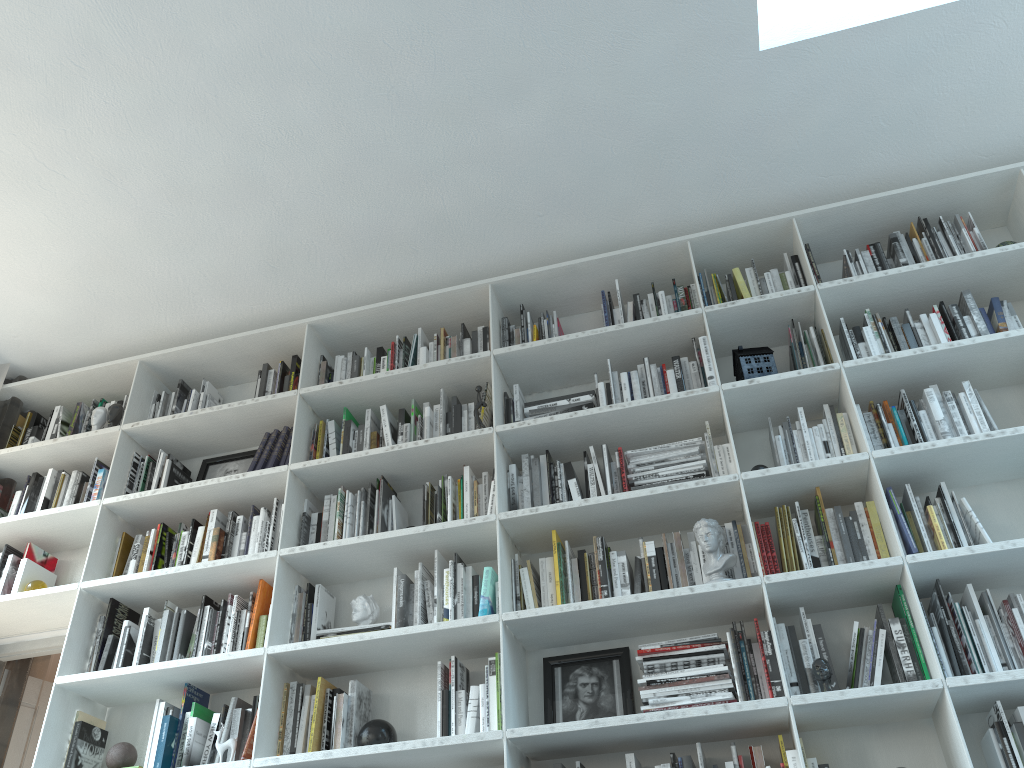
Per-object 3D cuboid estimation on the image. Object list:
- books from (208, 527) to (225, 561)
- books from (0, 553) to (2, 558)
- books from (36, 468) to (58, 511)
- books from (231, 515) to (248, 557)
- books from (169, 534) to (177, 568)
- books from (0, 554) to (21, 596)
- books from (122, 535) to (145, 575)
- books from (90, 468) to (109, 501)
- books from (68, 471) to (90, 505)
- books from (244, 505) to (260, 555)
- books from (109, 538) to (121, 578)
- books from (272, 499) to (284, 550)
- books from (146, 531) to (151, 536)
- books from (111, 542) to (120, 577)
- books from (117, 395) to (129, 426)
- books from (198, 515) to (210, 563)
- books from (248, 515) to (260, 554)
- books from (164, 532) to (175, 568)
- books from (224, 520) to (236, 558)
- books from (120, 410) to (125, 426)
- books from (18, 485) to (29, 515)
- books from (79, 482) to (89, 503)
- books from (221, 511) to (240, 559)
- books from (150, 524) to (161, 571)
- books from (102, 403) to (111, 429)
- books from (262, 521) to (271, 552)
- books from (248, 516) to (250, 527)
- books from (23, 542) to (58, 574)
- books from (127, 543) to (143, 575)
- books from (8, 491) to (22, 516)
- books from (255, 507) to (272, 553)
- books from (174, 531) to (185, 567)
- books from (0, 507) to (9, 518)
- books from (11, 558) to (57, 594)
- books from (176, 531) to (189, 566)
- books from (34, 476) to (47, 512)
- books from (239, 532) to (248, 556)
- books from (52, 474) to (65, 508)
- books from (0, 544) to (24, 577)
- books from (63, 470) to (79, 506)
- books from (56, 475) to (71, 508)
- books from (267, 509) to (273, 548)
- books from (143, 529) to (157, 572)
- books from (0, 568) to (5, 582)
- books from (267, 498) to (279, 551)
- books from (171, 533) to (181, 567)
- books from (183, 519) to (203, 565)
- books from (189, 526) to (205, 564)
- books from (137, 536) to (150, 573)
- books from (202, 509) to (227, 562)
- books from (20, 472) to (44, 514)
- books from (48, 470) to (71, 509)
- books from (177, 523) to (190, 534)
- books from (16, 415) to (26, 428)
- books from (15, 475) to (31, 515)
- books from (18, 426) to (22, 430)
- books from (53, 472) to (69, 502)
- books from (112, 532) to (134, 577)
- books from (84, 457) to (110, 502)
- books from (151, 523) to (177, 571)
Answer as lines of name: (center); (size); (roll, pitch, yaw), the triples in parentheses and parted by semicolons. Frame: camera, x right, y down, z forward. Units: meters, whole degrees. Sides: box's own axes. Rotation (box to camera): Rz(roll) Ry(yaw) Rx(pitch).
books: (-1.146, 0.703, 3.543); (0.029, 0.194, 0.193); (-11, -37, 11)
books: (-2.173, 0.883, 3.792); (0.022, 0.280, 0.157); (-11, -37, 11)
books: (-2.036, 0.544, 3.959); (0.021, 0.284, 0.180); (-11, -37, 11)
books: (-1.075, 0.682, 3.573); (0.029, 0.259, 0.158); (-11, -37, 11)
books: (-1.348, 0.748, 3.620); (0.012, 0.229, 0.150); (-11, -37, 11)
books: (-2.079, 0.866, 3.738); (0.021, 0.235, 0.189); (-11, -37, 11)
books: (-1.537, 0.772, 3.664); (0.062, 0.256, 0.153); (-11, -37, 11)
books: (-1.768, 0.517, 3.893); (0.029, 0.228, 0.192); (-11, -37, 11)
books: (-1.893, 0.535, 3.928); (0.030, 0.249, 0.166); (-11, -37, 11)
books: (-1.012, 0.652, 3.554); (0.012, 0.279, 0.189); (-11, -37, 11)
books: (-1.605, 0.788, 3.677); (0.012, 0.252, 0.161); (-11, -37, 11)
books: (-0.897, 0.627, 3.534); (0.022, 0.287, 0.170); (-11, -37, 11)
books: (-1.479, 0.754, 3.647); (0.010, 0.261, 0.151); (-11, -37, 11)
books: (-1.590, 0.788, 3.661); (0.022, 0.231, 0.152); (-11, -37, 11)
books: (-1.789, 0.213, 4.147); (0.013, 0.290, 0.155); (-11, -37, 11)
books: (-1.199, 0.688, 3.583); (0.023, 0.269, 0.188); (-11, -37, 11)
books: (-0.992, 0.666, 3.532); (0.030, 0.229, 0.173); (-11, -37, 11)
books: (-1.378, 0.743, 3.627); (0.047, 0.248, 0.134); (-11, -37, 11)
books: (-1.098, 0.689, 3.558); (0.013, 0.231, 0.172); (-11, -37, 11)
books: (-1.771, 0.242, 4.115); (0.023, 0.203, 0.146); (-11, -37, 11)
books: (-2.135, 0.592, 3.970); (0.023, 0.227, 0.172); (-11, -37, 11)
books: (-1.859, 0.556, 3.926); (0.028, 0.211, 0.139); (-11, -37, 11)
books: (-1.114, 0.677, 3.586); (0.025, 0.284, 0.162); (-11, -37, 11)
books: (-1.423, 0.735, 3.640); (0.020, 0.279, 0.165); (-11, -37, 11)
books: (-1.858, 0.234, 4.131); (0.025, 0.242, 0.168); (-11, -37, 11)
books: (-0.945, 0.674, 3.526); (0.013, 0.205, 0.173); (-11, -37, 11)
books: (-1.029, 0.675, 3.567); (0.035, 0.259, 0.132); (-11, -37, 11)
books: (-2.030, 0.845, 3.764); (0.013, 0.297, 0.180); (-11, -37, 11)
books: (-1.499, 0.776, 3.618); (0.026, 0.194, 0.176); (-11, -37, 11)
books: (-2.193, 0.615, 3.988); (0.034, 0.216, 0.167); (-11, -37, 11)
books: (-0.967, 0.648, 3.536); (0.022, 0.261, 0.175); (-11, -37, 11)
books: (-1.313, 0.736, 3.604); (0.011, 0.227, 0.171); (-11, -37, 11)
books: (-2.265, 0.652, 3.999); (0.121, 0.174, 0.130); (-11, -37, 11)
books: (-2.012, 0.868, 3.724); (0.029, 0.210, 0.188); (-11, -37, 11)
books: (-1.294, 0.733, 3.592); (0.031, 0.216, 0.174); (-11, -37, 11)
books: (-2.085, 0.569, 3.992); (0.028, 0.286, 0.133); (-11, -37, 11)
books: (-1.050, 0.706, 3.545); (0.022, 0.185, 0.137); (-11, -37, 11)
books: (-1.968, 0.552, 3.944); (0.012, 0.247, 0.193); (-11, -37, 11)
books: (-2.129, 0.854, 3.769); (0.013, 0.295, 0.188); (-11, -37, 11)
books: (-1.920, 0.537, 3.937); (0.025, 0.259, 0.168); (-11, -37, 11)
books: (-1.952, 0.551, 3.940); (0.022, 0.242, 0.174); (-11, -37, 11)
books: (-0.926, 0.652, 3.547); (0.024, 0.264, 0.156); (-11, -37, 11)
books: (-1.439, 0.747, 3.631); (0.014, 0.251, 0.188); (-11, -37, 11)
books: (-2.105, 0.901, 3.746); (0.024, 0.192, 0.182); (-11, -37, 11)
books: (-0.917, 0.622, 3.528); (0.012, 0.289, 0.183); (-11, -37, 11)
books: (-1.327, 0.739, 3.598); (0.014, 0.216, 0.165); (-11, -37, 11)
books: (-1.273, 0.709, 3.607); (0.014, 0.271, 0.181); (-11, -37, 11)
books: (-1.242, 0.720, 3.595); (0.047, 0.237, 0.163); (-11, -37, 11)
books: (-1.460, 0.761, 3.630); (0.030, 0.228, 0.173); (-11, -37, 11)
books: (-1.175, 0.675, 3.578); (0.030, 0.284, 0.186); (-11, -37, 11)
books: (-2.115, 0.563, 3.977); (0.023, 0.281, 0.187); (-11, -37, 11)
books: (-2.003, 0.547, 3.971); (0.037, 0.290, 0.156); (-11, -37, 11)
books: (-1.338, 0.724, 3.628); (0.012, 0.275, 0.151); (-11, -37, 11)
books: (-2.361, 0.311, 4.256); (0.012, 0.305, 0.181); (-11, -37, 11)
books: (-2.172, 0.580, 4.008); (0.011, 0.295, 0.163); (-11, -37, 11)
books: (-2.345, 0.343, 4.245); (0.011, 0.240, 0.151); (-11, -37, 11)
books: (-1.980, 0.547, 3.953); (0.013, 0.267, 0.163); (-11, -37, 11)
books: (-1.577, 0.768, 3.660); (0.012, 0.261, 0.181); (-11, -37, 11)
books: (-1.818, 0.501, 3.930); (0.012, 0.301, 0.190); (-11, -37, 11)
books: (-1.411, 0.727, 3.627); (0.011, 0.276, 0.165); (-11, -37, 11)
